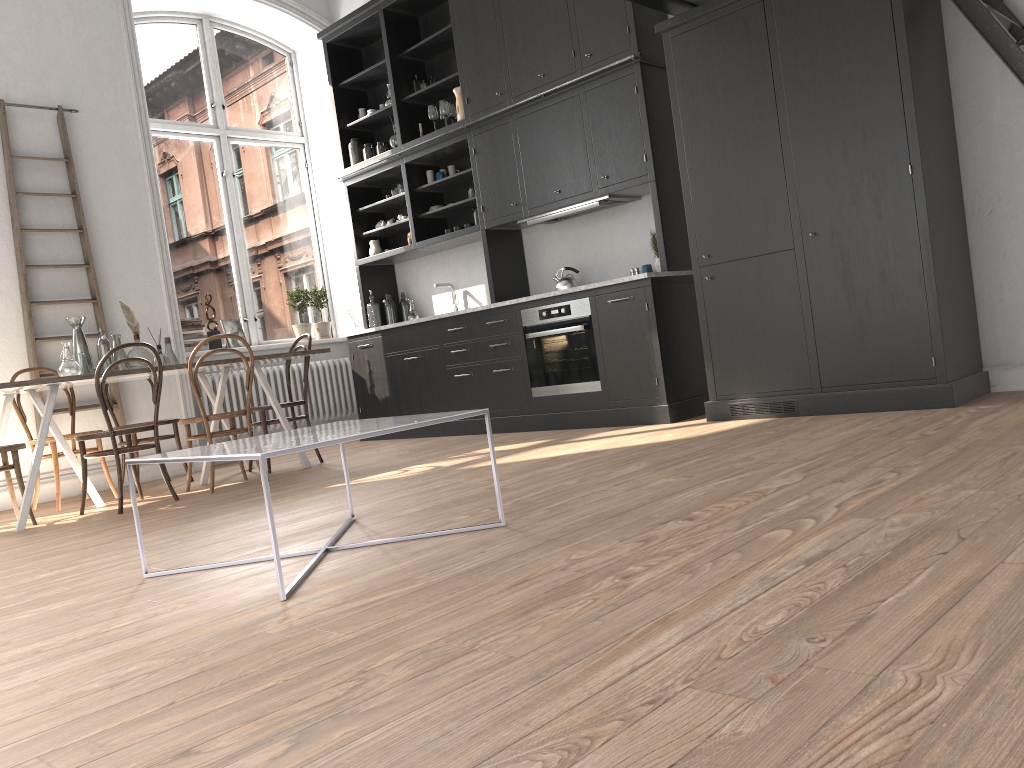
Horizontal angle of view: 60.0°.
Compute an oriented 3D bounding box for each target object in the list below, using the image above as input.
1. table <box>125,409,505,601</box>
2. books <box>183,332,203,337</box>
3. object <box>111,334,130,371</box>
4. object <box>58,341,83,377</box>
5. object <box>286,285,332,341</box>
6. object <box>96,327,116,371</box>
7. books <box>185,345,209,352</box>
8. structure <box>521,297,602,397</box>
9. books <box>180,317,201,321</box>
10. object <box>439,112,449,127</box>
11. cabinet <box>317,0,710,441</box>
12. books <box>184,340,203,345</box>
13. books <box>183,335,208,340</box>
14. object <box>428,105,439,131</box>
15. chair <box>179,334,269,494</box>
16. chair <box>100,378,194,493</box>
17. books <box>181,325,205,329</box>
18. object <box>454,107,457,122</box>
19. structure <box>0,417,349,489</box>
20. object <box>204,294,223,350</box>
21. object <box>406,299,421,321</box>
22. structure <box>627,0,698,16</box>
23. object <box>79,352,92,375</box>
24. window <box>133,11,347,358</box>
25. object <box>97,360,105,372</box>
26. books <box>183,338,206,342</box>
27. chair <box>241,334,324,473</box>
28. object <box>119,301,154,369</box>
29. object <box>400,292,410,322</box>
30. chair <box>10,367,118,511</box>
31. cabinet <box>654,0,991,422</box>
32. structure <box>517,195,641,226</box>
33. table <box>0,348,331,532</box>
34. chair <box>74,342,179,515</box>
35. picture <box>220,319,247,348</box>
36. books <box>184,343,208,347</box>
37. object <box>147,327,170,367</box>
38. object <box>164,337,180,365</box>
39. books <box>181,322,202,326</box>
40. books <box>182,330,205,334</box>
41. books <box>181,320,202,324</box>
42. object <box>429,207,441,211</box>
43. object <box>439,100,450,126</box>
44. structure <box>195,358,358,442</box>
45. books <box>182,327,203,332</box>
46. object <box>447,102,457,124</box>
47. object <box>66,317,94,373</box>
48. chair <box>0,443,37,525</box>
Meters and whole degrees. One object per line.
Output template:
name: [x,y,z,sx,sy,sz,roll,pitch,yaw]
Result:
table: [-0.643,0.358,2.916,0.849,0.392,0.848,-6,3,44]
books: [-2.696,-0.401,7.386,0.205,0.022,0.155,-9,2,-32]
object: [-2.490,-0.184,5.619,0.100,0.255,0.098,-7,2,21]
object: [-2.603,-0.137,5.207,0.132,0.219,0.132,-7,3,33]
object: [-1.890,-0.662,8.261,0.234,0.524,0.499,-7,2,33]
object: [-2.518,-0.200,5.486,0.086,0.301,0.086,-7,3,30]
books: [-2.682,-0.280,7.372,0.192,0.043,0.247,-6,3,44]
structure: [0.514,-0.271,6.272,0.622,0.623,0.618,-6,3,44]
books: [-2.725,-0.528,7.384,0.159,0.024,0.200,-7,2,34]
object: [-0.534,-2.104,7.084,0.083,0.221,0.083,-6,3,36]
cabinet: [-0.218,-1.432,6.776,3.252,3.584,0.634,-6,3,44]
books: [-2.688,-0.336,7.371,0.175,0.023,0.249,-6,3,44]
books: [-2.699,-0.375,7.387,0.193,0.028,0.245,-7,2,39]
object: [-0.616,-2.090,7.021,0.083,0.221,0.083,-9,2,-15]
chair: [-1.803,0.178,5.448,0.437,0.921,0.549,-10,3,-35]
chair: [-2.564,0.262,6.175,0.437,0.921,0.549,-10,3,-39]
books: [-2.709,-0.465,7.380,0.174,0.019,0.243,-6,2,44]
object: [-0.426,-2.121,7.153,0.083,0.221,0.083,-9,2,-15]
structure: [-3.501,-1.406,6.325,0.340,4.475,5.178,-6,3,44]
object: [-2.558,-0.528,7.550,0.122,0.488,0.102,-9,2,-22]
object: [-0.875,-0.636,7.823,0.120,0.219,0.132,-6,3,44]
structure: [0.657,-2.682,2.062,4.160,1.213,5.922,-6,3,44]
object: [-2.603,-0.111,5.388,0.083,0.158,0.083,-6,3,40]
window: [-0.994,-6.585,14.380,26.409,15.940,14.374,-6,3,44]
object: [-2.489,-0.095,5.368,0.058,0.094,0.058,-9,2,-18]
books: [-2.694,-0.355,7.388,0.255,0.014,0.193,-10,2,-43]
chair: [-1.629,0.129,6.245,0.549,0.921,0.438,-9,3,-34]
object: [-2.348,-0.298,5.546,0.156,0.446,0.157,-9,3,-28]
object: [-0.957,-0.667,7.924,0.086,0.301,0.086,-8,2,0]
chair: [-2.898,0.324,5.707,0.549,0.921,0.437,-6,3,42]
cabinet: [1.717,-1.036,5.013,1.401,2.372,0.633,-6,3,44]
structure: [0.466,-1.256,6.337,0.844,0.123,0.379,-6,3,44]
table: [-2.316,0.316,5.579,1.100,0.780,2.198,-6,3,44]
chair: [-2.229,0.250,5.051,0.549,0.921,0.437,-6,3,39]
picture: [-2.443,-0.429,7.719,0.149,0.264,0.221,-7,2,27]
books: [-2.684,-0.313,7.371,0.175,0.023,0.249,-7,2,39]
object: [-2.278,-0.231,5.725,0.107,0.283,0.106,-6,3,39]
object: [-2.259,-0.202,5.851,0.101,0.212,0.101,-8,2,-7]
books: [-2.718,-0.485,7.373,0.231,0.023,0.162,-9,2,-30]
books: [-2.701,-0.424,7.392,0.158,0.024,0.222,-6,2,44]
books: [-2.712,-0.508,7.382,0.155,0.020,0.205,-6,2,44]
object: [-2.823,-0.155,5.721,5.823,1.843,0.792,-10,3,-41]
object: [-0.521,-2.101,6.932,0.083,0.221,0.083,-8,2,0]
structure: [-2.051,0.117,7.773,0.194,0.552,1.576,-6,3,44]
books: [-2.702,-0.446,7.384,0.155,0.022,0.205,-7,2,39]
object: [-0.475,-2.111,7.026,0.083,0.221,0.083,-6,3,43]
object: [-2.671,-0.219,5.492,0.116,0.383,0.116,-10,3,-35]
chair: [-2.975,0.361,4.857,0.549,0.921,0.438,-10,3,-38]
